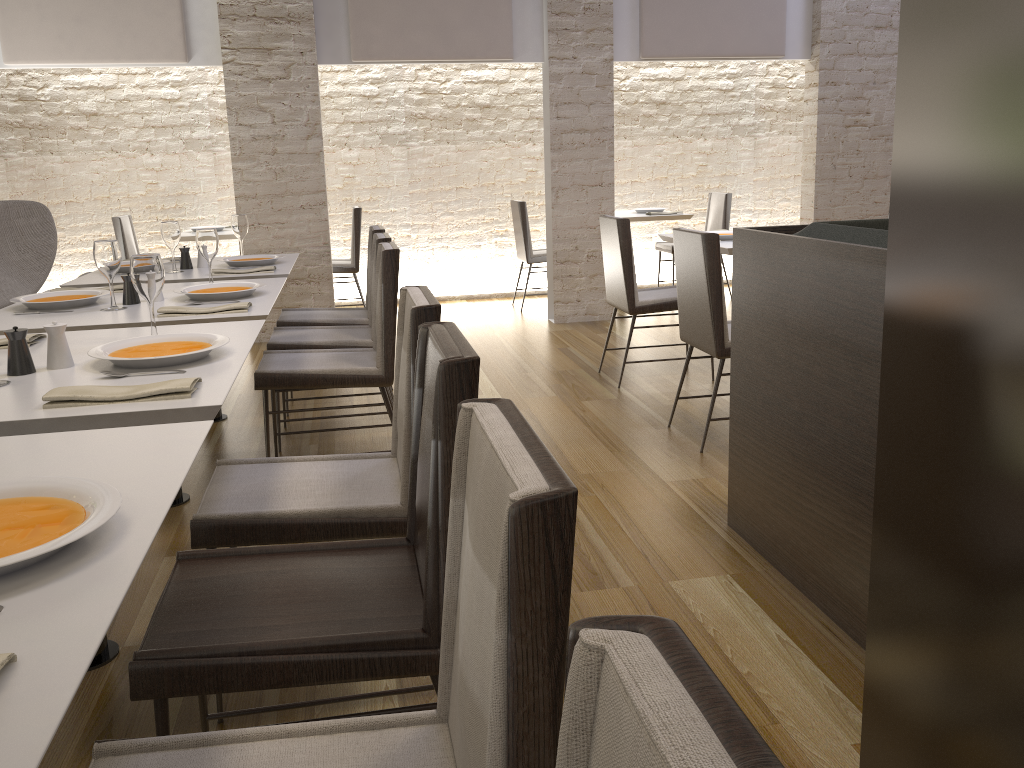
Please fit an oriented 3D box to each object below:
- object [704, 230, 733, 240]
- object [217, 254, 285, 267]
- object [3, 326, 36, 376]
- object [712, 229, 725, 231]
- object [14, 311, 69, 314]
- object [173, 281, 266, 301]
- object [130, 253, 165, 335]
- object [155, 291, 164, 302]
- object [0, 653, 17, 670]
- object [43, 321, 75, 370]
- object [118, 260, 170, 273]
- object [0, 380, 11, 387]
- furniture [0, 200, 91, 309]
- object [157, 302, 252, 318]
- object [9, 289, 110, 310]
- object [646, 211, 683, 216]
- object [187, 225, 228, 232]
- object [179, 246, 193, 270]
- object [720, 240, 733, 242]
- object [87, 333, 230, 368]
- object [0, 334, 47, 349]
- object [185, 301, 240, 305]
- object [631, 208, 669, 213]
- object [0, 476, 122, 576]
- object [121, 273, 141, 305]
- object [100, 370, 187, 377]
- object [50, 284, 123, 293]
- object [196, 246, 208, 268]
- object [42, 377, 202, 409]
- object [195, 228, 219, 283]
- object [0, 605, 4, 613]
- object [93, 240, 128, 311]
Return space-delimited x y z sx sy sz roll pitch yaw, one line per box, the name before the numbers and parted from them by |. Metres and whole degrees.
object | 1.163 -0.817 4.890 0.322 0.036 0.324 8 17 35
object | -1.265 -0.597 4.306 0.322 0.036 0.324 5 15 26
object | -1.126 -0.078 2.021 0.059 0.108 0.060 4 13 25
object | 1.118 -0.891 5.224 0.273 0.033 0.144 -4 14 -10
object | -1.551 -0.240 2.939 0.185 0.010 0.017 -4 14 -10
object | -1.053 -0.332 3.207 0.322 0.036 0.324 5 15 26
object | -0.972 -0.232 2.380 0.086 0.229 0.087 2 13 19
object | -1.270 -0.349 3.141 0.059 0.108 0.060 4 13 25
object | -0.576 0.273 0.720 0.273 0.033 0.144 -4 14 -10
object | -1.065 -0.094 2.077 0.059 0.108 0.060 4 13 25
object | -1.793 -0.557 4.214 0.322 0.036 0.324 5 15 26
object | -1.138 -0.108 1.898 0.086 0.229 0.087 2 13 19
furniture | -2.179 -0.200 3.753 0.707 1.088 2.606 -4 14 -10
object | -0.988 -0.242 2.862 0.273 0.033 0.144 -4 14 -10
object | -1.582 -0.293 3.115 0.322 0.036 0.324 5 15 26
object | 1.249 -1.397 7.261 0.273 0.033 0.144 -4 14 -10
object | -2.391 -1.217 6.969 0.322 0.036 0.324 4 15 24
object | -1.541 -0.598 4.183 0.059 0.108 0.060 4 13 25
object | 1.193 -0.764 4.714 0.185 0.010 0.017 -4 14 -10
object | -0.849 -0.077 2.144 0.322 0.036 0.324 5 15 26
object | -1.422 -0.111 2.385 0.273 0.033 0.144 -4 14 -10
object | -1.024 -0.282 3.031 0.181 0.015 0.038 -4 14 -9
object | 1.183 -1.487 7.606 0.322 0.036 0.324 4 15 24
object | -0.641 0.182 1.066 0.323 0.036 0.323 -10 16 -31
object | -1.330 -0.333 3.084 0.059 0.108 0.060 4 13 25
object | -0.819 -0.026 1.968 0.181 0.015 0.038 -4 14 -9
object | -1.627 -0.367 3.449 0.273 0.033 0.144 -4 14 -10
object | -1.481 -0.614 4.240 0.059 0.108 0.060 4 13 25
object | -0.783 0.014 1.798 0.273 0.033 0.144 -4 14 -10
object | -1.175 -0.486 3.438 0.086 0.229 0.087 2 13 19
object | -0.612 0.233 0.890 0.181 0.015 0.038 -4 14 -9
object | -1.341 -0.362 2.956 0.086 0.229 0.087 2 13 19
